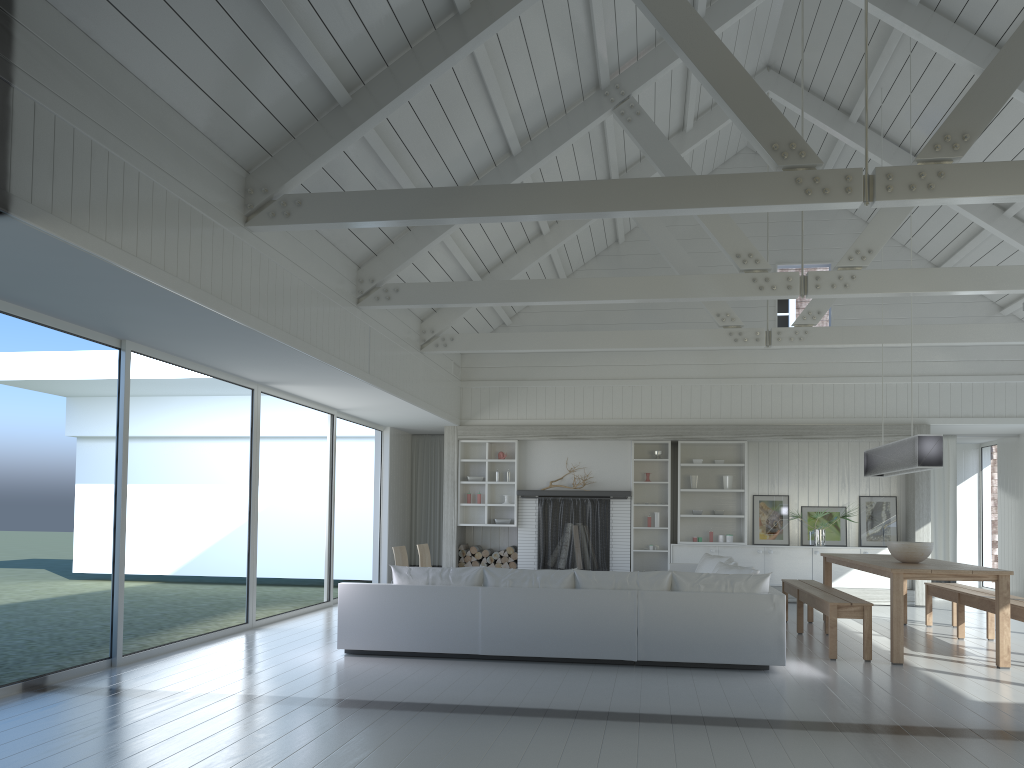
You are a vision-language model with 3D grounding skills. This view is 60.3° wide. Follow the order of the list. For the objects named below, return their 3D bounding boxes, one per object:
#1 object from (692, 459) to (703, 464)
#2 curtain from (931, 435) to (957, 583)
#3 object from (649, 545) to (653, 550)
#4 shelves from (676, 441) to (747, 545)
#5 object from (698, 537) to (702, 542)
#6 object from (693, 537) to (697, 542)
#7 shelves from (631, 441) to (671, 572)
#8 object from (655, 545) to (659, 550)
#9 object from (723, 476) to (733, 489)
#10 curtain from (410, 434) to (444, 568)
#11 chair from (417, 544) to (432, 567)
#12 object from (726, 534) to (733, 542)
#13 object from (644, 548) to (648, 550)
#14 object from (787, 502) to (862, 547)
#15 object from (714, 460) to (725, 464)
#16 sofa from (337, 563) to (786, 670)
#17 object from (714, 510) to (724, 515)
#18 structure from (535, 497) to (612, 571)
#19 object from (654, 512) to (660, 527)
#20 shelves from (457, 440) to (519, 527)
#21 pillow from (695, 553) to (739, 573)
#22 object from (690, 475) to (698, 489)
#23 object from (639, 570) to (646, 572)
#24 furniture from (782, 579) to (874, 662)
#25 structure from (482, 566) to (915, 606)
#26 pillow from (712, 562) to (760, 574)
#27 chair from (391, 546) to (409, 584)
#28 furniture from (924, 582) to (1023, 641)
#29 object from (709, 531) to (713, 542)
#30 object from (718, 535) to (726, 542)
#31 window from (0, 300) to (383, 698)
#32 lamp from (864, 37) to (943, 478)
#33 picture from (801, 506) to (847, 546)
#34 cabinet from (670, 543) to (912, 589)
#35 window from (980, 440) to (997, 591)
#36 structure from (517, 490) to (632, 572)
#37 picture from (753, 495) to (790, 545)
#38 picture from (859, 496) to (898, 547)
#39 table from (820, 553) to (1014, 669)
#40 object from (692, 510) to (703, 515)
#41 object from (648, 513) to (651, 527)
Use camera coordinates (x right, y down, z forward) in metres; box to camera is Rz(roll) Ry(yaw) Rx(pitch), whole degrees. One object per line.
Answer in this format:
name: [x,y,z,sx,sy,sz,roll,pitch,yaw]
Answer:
object: [2.623,1.102,12.459,0.141,0.066,0.142,0,-7,9]
curtain: [6.063,1.925,13.039,1.006,2.360,0.117,0,-2,9]
object: [1.978,2.319,12.522,0.054,0.071,0.055,0,-5,8]
shelves: [2.833,1.552,12.553,0.939,1.437,0.608,0,-3,9]
object: [2.647,2.193,12.429,0.058,0.060,0.058,2,-5,-13]
object: [2.575,2.184,12.414,0.054,0.071,0.055,2,-5,-12]
shelves: [1.996,1.836,12.674,0.540,1.991,0.608,0,-3,9]
object: [2.051,2.323,12.508,0.058,0.060,0.058,0,-5,8]
object: [3.033,1.387,12.383,0.103,0.196,0.103,3,-4,-36]
curtain: [-1.320,1.981,14.059,0.630,2.360,0.117,0,-2,8]
chair: [-0.861,2.248,10.200,0.555,0.777,0.599,0,-5,9]
object: [3.044,2.158,12.327,0.085,0.111,0.085,-4,-6,44]
object: [1.901,2.343,12.533,0.054,0.025,0.055,0,-7,9]
object: [4.253,1.896,11.984,0.971,0.626,0.626,0,-5,7]
object: [2.950,1.120,12.551,0.141,0.066,0.142,0,-7,9]
sofa: [0.638,2.094,8.839,3.476,0.734,4.167,-1,-8,9]
object: [2.941,1.830,12.524,0.141,0.066,0.142,0,-7,9]
structure: [0.867,2.126,12.462,1.097,1.059,0.117,0,-2,9]
object: [2.059,1.929,12.520,0.072,0.210,0.071,0,-3,8]
shelves: [-0.312,1.462,12.922,0.865,1.234,0.552,0,-3,9]
pillow: [2.214,2.100,9.528,0.462,0.474,2.074,1,-8,1]
object: [2.570,1.392,12.456,0.102,0.196,0.103,0,-4,9]
object: [1.857,2.714,12.520,0.137,0.129,0.137,5,-7,-38]
furniture: [2.960,2.211,8.466,0.340,0.468,2.702,0,-8,9]
structure: [2.311,2.898,12.868,6.348,0.344,1.897,-1,-8,9]
pillow: [1.918,1.855,7.891,0.466,0.475,1.328,1,-8,0]
chair: [-1.037,2.134,9.438,0.555,0.777,0.599,0,-5,9]
furniture: [4.440,2.195,8.233,0.340,0.468,2.702,0,-8,9]
object: [2.802,2.123,12.397,0.054,0.195,0.054,0,-3,8]
object: [2.961,2.177,12.408,0.092,0.095,0.090,-4,-7,43]
window: [-2.573,1.201,8.700,0.080,2.405,8.783,0,-8,9]
lamp: [3.697,-1.264,8.437,0.200,4.224,1.917,0,-3,9]
picture: [4.342,1.979,12.269,0.609,0.551,0.054,0,-2,9]
cabinet: [3.829,2.533,12.333,3.181,0.548,0.658,-1,-6,9]
window: [7.674,2.127,14.103,0.038,2.417,0.951,0,-3,9]
structure: [0.921,2.201,12.812,1.616,1.280,0.864,0,-4,9]
picture: [3.637,1.910,12.372,0.495,0.700,0.066,0,-2,9]
picture: [5.050,1.896,12.150,0.495,0.700,0.066,0,-2,9]
table: [3.678,2.058,8.364,0.906,0.758,2.972,0,-8,9]
object: [2.614,1.812,12.432,0.141,0.066,0.142,0,-7,9]
object: [1.954,1.937,12.538,0.054,0.195,0.054,0,-3,8]
